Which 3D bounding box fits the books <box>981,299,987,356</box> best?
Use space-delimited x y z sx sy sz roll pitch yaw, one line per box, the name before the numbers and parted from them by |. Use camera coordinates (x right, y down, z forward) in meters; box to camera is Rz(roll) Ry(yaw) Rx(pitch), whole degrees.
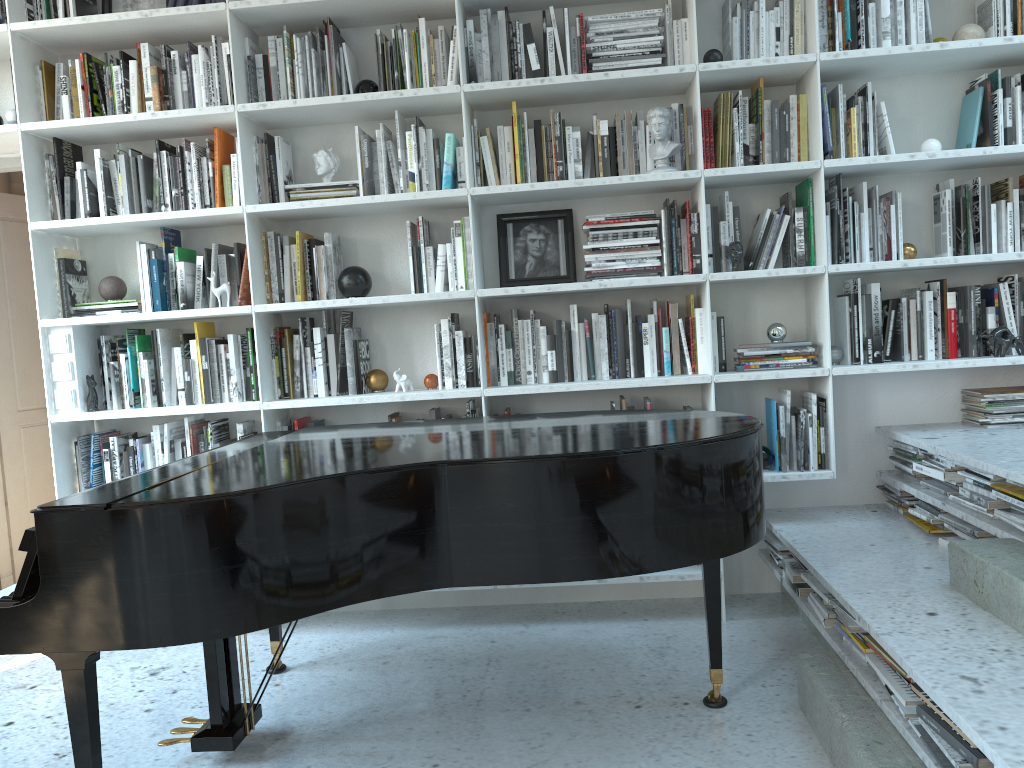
books | 1.737 -0.211 3.327 0.022 0.211 0.135 -3 4 5

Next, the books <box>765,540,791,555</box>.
books | 1.064 0.605 3.316 0.188 0.009 0.211 -4 3 4

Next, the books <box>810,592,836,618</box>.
books | 1.028 0.673 2.720 0.172 0.014 0.220 -3 3 6

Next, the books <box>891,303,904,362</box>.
books | 1.441 -0.195 3.346 0.011 0.217 0.175 -3 4 5

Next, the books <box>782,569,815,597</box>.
books | 1.047 0.674 3.028 0.189 0.030 0.237 -3 3 5

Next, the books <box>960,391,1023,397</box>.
books | 1.906 0.028 3.334 0.345 0.007 0.193 -4 3 3

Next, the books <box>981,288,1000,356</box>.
books | 1.777 -0.232 3.319 0.012 0.249 0.164 -3 4 5

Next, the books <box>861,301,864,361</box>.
books | 1.300 -0.199 3.366 0.015 0.241 0.152 -3 4 5

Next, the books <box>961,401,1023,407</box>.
books | 1.908 0.065 3.334 0.345 0.007 0.193 -4 3 2

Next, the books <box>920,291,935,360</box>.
books | 1.536 -0.218 3.330 0.025 0.253 0.181 -3 4 5

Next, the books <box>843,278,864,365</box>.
books | 1.283 -0.235 3.339 0.010 0.317 0.186 -3 4 5

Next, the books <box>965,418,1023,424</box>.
books | 1.907 0.126 3.336 0.308 0.008 0.195 -4 3 1

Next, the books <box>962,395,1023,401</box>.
books | 1.907 0.043 3.335 0.345 0.007 0.193 -3 3 7

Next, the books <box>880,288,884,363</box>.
books | 1.363 -0.220 3.343 0.010 0.277 0.174 -3 4 5

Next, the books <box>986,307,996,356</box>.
books | 1.761 -0.197 3.320 0.025 0.181 0.169 -3 4 5

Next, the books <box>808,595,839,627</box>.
books | 1.022 0.694 2.722 0.177 0.026 0.230 -3 3 8

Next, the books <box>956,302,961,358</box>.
books | 1.641 -0.218 3.335 0.025 0.238 0.156 -3 4 5

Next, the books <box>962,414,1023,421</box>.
books | 1.907 0.118 3.332 0.345 0.007 0.193 -3 3 10

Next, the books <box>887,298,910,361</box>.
books | 1.461 -0.206 3.354 0.029 0.235 0.142 -3 4 5

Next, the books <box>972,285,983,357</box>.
books | 1.711 -0.235 3.326 0.026 0.263 0.169 -3 4 5

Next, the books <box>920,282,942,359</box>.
books | 1.579 -0.238 3.343 0.012 0.285 0.159 -3 4 5

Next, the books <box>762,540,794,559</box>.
books | 1.062 0.616 3.317 0.177 0.012 0.278 -4 3 1

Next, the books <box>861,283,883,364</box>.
books | 1.341 -0.227 3.335 0.030 0.294 0.188 -3 4 5

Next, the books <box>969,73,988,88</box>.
books | 1.734 -0.984 3.281 0.016 0.290 0.135 -3 4 5

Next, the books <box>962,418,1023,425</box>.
books | 1.908 0.133 3.336 0.345 0.007 0.193 -3 3 9

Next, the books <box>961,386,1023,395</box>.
books | 1.905 0.021 3.334 0.345 0.007 0.193 -3 3 7

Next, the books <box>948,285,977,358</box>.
books | 1.685 -0.233 3.321 0.026 0.262 0.173 -3 4 5

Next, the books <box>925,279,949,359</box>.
books | 1.589 -0.242 3.320 0.012 0.293 0.175 -3 4 5

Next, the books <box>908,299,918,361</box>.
books | 1.487 -0.204 3.348 0.024 0.228 0.159 -3 4 5

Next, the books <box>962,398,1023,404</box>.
books | 1.907 0.051 3.327 0.345 0.007 0.193 -4 3 0

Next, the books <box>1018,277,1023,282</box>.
books | 1.903 -0.257 3.325 0.012 0.282 0.143 -3 4 5

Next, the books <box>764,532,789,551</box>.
books | 1.054 0.582 3.315 0.191 0.013 0.243 -4 3 1

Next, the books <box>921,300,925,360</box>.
books | 1.519 -0.203 3.348 0.012 0.221 0.153 -3 4 5

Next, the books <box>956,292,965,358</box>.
books | 1.664 -0.222 3.340 0.021 0.243 0.131 -3 4 5

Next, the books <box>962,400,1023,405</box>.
books | 1.908 0.058 3.336 0.345 0.007 0.193 -3 3 7

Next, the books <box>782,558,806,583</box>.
books | 1.036 0.634 3.026 0.191 0.028 0.212 -3 3 9

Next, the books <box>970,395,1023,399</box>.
books | 1.906 0.035 3.334 0.308 0.008 0.195 -3 3 7

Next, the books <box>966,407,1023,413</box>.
books | 1.906 0.088 3.331 0.308 0.008 0.195 -4 3 0

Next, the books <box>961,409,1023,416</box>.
books | 1.907 0.095 3.339 0.345 0.007 0.193 -4 3 3

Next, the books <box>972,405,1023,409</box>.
books | 1.908 0.073 3.329 0.308 0.008 0.195 -3 3 10

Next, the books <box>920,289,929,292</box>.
books | 1.558 -0.226 3.360 0.016 0.261 0.098 -3 4 5

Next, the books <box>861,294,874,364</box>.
books | 1.316 -0.207 3.339 0.023 0.256 0.178 -3 4 5

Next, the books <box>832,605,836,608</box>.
books | 1.039 0.653 2.718 0.147 0.012 0.206 -3 3 6

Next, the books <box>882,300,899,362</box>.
books | 1.402 -0.200 3.348 0.065 0.231 0.161 -3 4 5

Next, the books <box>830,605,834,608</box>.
books | 1.040 0.662 2.718 0.149 0.007 0.300 -3 3 5

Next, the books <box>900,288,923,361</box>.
books | 1.504 -0.225 3.342 0.014 0.268 0.171 -3 4 5

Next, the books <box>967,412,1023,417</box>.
books | 1.906 0.103 3.339 0.308 0.008 0.195 -3 3 7

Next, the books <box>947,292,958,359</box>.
books | 1.612 -0.219 3.323 0.031 0.244 0.184 -3 4 5

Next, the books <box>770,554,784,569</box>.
books | 1.078 0.662 3.320 0.171 0.016 0.241 -3 3 5

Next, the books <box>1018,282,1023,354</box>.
books | 1.873 -0.246 3.315 0.021 0.265 0.150 -3 4 5

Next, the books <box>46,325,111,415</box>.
books | -1.719 -0.061 3.555 0.106 0.340 0.306 -3 4 5

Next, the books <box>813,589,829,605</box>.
books | 1.021 0.638 2.718 0.171 0.020 0.193 -3 3 9

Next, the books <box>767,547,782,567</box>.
books | 1.066 0.641 3.319 0.179 0.012 0.261 -3 3 8

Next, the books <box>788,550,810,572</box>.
books | 1.051 0.596 3.022 0.160 0.009 0.291 -3 3 7

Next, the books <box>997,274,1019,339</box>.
books | 1.855 -0.259 3.315 0.013 0.294 0.134 -3 4 5

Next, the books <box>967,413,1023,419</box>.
books | 1.906 0.111 3.335 0.308 0.008 0.195 -3 3 9

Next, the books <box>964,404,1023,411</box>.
books | 1.907 0.080 3.343 0.308 0.008 0.195 -3 3 5

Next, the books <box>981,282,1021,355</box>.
books | 1.814 -0.242 3.309 0.070 0.266 0.185 -3 4 5
